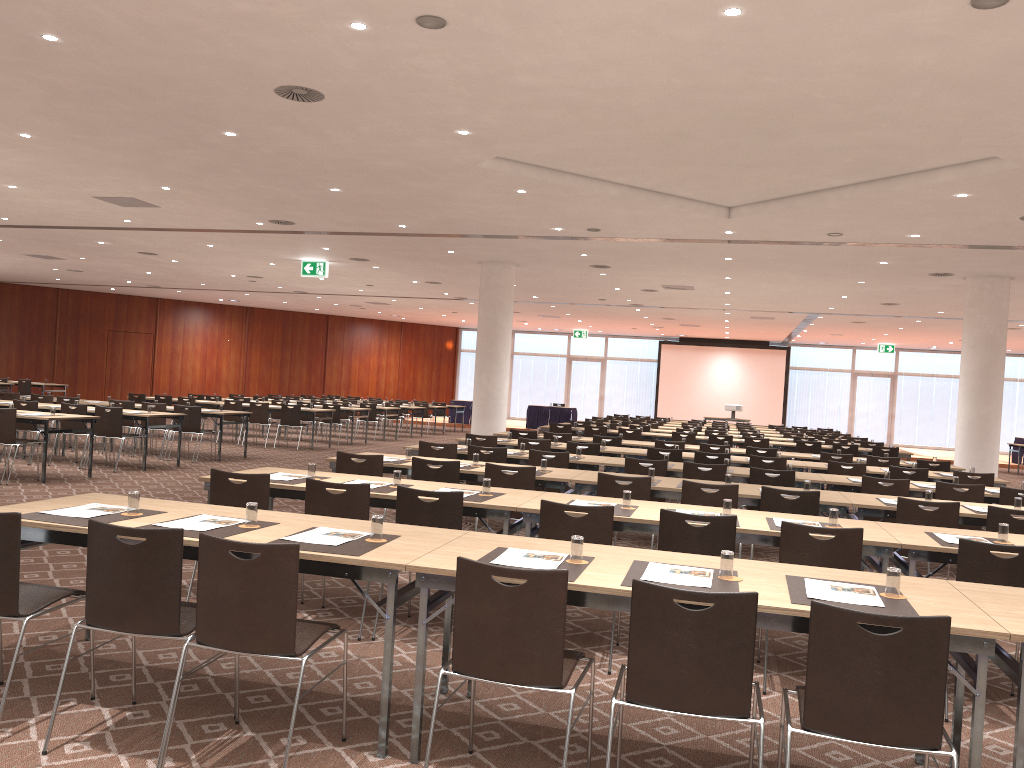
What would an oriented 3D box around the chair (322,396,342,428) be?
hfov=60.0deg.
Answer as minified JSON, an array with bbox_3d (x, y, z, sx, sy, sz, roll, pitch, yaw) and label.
[{"bbox_3d":[-5.521,0.840,26.946,0.535,0.939,0.614,4,0,16],"label":"chair"}]

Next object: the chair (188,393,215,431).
[{"bbox_3d":[-7.503,0.707,21.252,0.535,0.939,0.614,4,0,12],"label":"chair"}]

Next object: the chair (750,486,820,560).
[{"bbox_3d":[2.174,1.279,7.024,0.535,0.939,0.614,4,0,17],"label":"chair"}]

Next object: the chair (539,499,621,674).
[{"bbox_3d":[0.386,1.165,5.362,0.535,0.939,0.614,4,0,11],"label":"chair"}]

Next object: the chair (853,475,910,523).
[{"bbox_3d":[3.622,1.372,8.731,0.535,0.939,0.614,4,0,13],"label":"chair"}]

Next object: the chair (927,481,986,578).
[{"bbox_3d":[4.278,1.412,8.616,0.535,0.939,0.614,4,0,12],"label":"chair"}]

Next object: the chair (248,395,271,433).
[{"bbox_3d":[-6.456,0.775,22.996,0.535,0.939,0.614,4,0,15],"label":"chair"}]

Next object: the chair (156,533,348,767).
[{"bbox_3d":[-1.025,1.075,3.646,0.535,0.939,0.614,4,0,13],"label":"chair"}]

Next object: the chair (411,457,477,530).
[{"bbox_3d":[-0.632,1.106,7.701,0.535,0.939,0.614,4,0,15],"label":"chair"}]

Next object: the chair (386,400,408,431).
[{"bbox_3d":[-3.421,0.969,26.294,0.535,0.939,0.614,4,0,11],"label":"chair"}]

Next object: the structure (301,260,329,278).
[{"bbox_3d":[-4.215,-2.461,18.961,0.587,0.346,0.105,4,0,14],"label":"structure"}]

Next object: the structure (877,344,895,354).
[{"bbox_3d":[13.938,-1.311,33.031,0.587,0.346,0.105,4,0,14],"label":"structure"}]

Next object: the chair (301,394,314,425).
[{"bbox_3d":[-6.195,0.799,27.047,0.535,0.939,0.614,4,0,11],"label":"chair"}]

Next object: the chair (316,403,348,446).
[{"bbox_3d":[-4.090,0.916,20.283,0.535,0.939,0.614,4,0,11],"label":"chair"}]

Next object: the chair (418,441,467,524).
[{"bbox_3d":[-0.799,1.100,9.799,0.535,0.939,0.614,4,0,11],"label":"chair"}]

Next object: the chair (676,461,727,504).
[{"bbox_3d":[1.966,1.270,9.175,0.535,0.939,0.614,4,0,11],"label":"chair"}]

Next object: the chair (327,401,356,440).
[{"bbox_3d":[-4.292,0.908,22.389,0.535,0.939,0.614,4,0,11],"label":"chair"}]

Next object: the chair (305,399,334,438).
[{"bbox_3d":[-4.881,0.872,22.615,0.535,0.939,0.614,4,0,13],"label":"chair"}]

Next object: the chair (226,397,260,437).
[{"bbox_3d":[-6.310,0.780,20.903,0.535,0.939,0.614,4,0,12],"label":"chair"}]

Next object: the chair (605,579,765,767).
[{"bbox_3d":[0.648,1.177,3.278,0.535,0.939,0.614,4,0,12],"label":"chair"}]

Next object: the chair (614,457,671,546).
[{"bbox_3d":[1.383,1.234,9.272,0.535,0.939,0.614,4,0,11],"label":"chair"}]

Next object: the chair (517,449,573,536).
[{"bbox_3d":[0.398,1.174,9.554,0.535,0.939,0.614,4,0,11],"label":"chair"}]

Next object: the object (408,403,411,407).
[{"bbox_3d":[-2.861,0.576,24.758,0.054,0.114,0.054,4,0,2],"label":"object"}]

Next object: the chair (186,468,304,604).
[{"bbox_3d":[-1.750,1.034,5.914,0.535,0.939,0.614,4,0,15],"label":"chair"}]

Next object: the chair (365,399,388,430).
[{"bbox_3d":[-4.016,0.932,26.521,0.535,0.939,0.614,4,0,14],"label":"chair"}]

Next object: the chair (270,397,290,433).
[{"bbox_3d":[-5.865,0.811,22.769,0.535,0.939,0.614,4,0,11],"label":"chair"}]

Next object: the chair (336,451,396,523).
[{"bbox_3d":[-1.305,1.065,7.828,0.535,0.939,0.614,4,0,13],"label":"chair"}]

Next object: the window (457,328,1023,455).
[{"bbox_3d":[8.694,0.140,36.393,22.958,3.872,0.217,4,0,14],"label":"window"}]

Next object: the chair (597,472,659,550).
[{"bbox_3d":[0.924,1.202,7.326,0.535,0.939,0.614,4,0,16],"label":"chair"}]

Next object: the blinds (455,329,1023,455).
[{"bbox_3d":[8.608,0.162,36.183,22.848,3.817,0.115,4,0,14],"label":"blinds"}]

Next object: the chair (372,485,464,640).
[{"bbox_3d":[-0.489,1.111,5.609,0.535,0.939,0.614,4,0,15],"label":"chair"}]

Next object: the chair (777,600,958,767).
[{"bbox_3d":[1.232,1.213,3.101,0.535,0.939,0.614,4,0,15],"label":"chair"}]

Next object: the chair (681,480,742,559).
[{"bbox_3d":[1.572,1.242,7.133,0.535,0.939,0.614,4,0,14],"label":"chair"}]

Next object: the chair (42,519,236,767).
[{"bbox_3d":[-1.543,1.043,3.807,0.535,0.939,0.614,4,0,11],"label":"chair"}]

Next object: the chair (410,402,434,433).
[{"bbox_3d":[-2.651,1.016,26.252,0.535,0.939,0.614,4,0,12],"label":"chair"}]

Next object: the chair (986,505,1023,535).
[{"bbox_3d":[3.712,1.373,6.617,0.535,0.939,0.614,4,0,14],"label":"chair"}]

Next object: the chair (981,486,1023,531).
[{"bbox_3d":[4.815,1.445,8.443,0.535,0.939,0.614,4,0,16],"label":"chair"}]

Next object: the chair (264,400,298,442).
[{"bbox_3d":[-5.331,0.840,20.583,0.535,0.939,0.614,4,0,16],"label":"chair"}]

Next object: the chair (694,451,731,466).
[{"bbox_3d":[2.471,1.305,11.031,0.535,0.939,0.614,4,0,14],"label":"chair"}]

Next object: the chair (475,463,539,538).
[{"bbox_3d":[-0.008,1.145,7.594,0.535,0.939,0.614,4,0,11],"label":"chair"}]

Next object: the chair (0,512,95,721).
[{"bbox_3d":[-2.266,0.998,3.945,0.535,0.939,0.614,4,0,14],"label":"chair"}]

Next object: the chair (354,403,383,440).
[{"bbox_3d":[-3.593,0.951,22.365,0.535,0.939,0.614,4,0,11],"label":"chair"}]

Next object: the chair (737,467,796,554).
[{"bbox_3d":[2.588,1.308,8.945,0.535,0.939,0.614,4,0,13],"label":"chair"}]

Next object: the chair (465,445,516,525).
[{"bbox_3d":[-0.254,1.133,9.632,0.535,0.939,0.614,4,0,12],"label":"chair"}]

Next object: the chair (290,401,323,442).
[{"bbox_3d":[-4.747,0.876,20.586,0.535,0.939,0.614,4,0,12],"label":"chair"}]

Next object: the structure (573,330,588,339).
[{"bbox_3d":[2.765,-1.998,35.729,0.587,0.346,0.105,4,0,14],"label":"structure"}]

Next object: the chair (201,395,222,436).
[{"bbox_3d":[-6.984,0.738,20.982,0.535,0.939,0.614,4,0,16],"label":"chair"}]

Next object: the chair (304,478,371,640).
[{"bbox_3d":[-1.081,1.075,5.717,0.535,0.939,0.614,4,0,13],"label":"chair"}]

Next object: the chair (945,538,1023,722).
[{"bbox_3d":[2.587,1.300,4.831,0.535,0.939,0.614,4,0,11],"label":"chair"}]

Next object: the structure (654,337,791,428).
[{"bbox_3d":[8.452,-0.061,35.832,5.157,3.526,0.395,4,0,14],"label":"structure"}]

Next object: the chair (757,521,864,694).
[{"bbox_3d":[1.724,1.247,5.075,0.535,0.939,0.614,4,0,12],"label":"chair"}]

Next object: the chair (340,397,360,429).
[{"bbox_3d":[-4.912,0.877,26.654,0.535,0.939,0.614,4,0,15],"label":"chair"}]

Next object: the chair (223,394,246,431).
[{"bbox_3d":[-7.147,0.733,23.223,0.535,0.939,0.614,4,0,15],"label":"chair"}]

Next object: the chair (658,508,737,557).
[{"bbox_3d":[1.086,1.208,5.273,0.535,0.939,0.614,4,0,14],"label":"chair"}]

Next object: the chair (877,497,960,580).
[{"bbox_3d":[3.147,1.339,6.832,0.535,0.939,0.614,4,0,15],"label":"chair"}]

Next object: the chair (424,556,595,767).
[{"bbox_3d":[0.016,1.139,3.473,0.535,0.939,0.614,4,0,16],"label":"chair"}]
